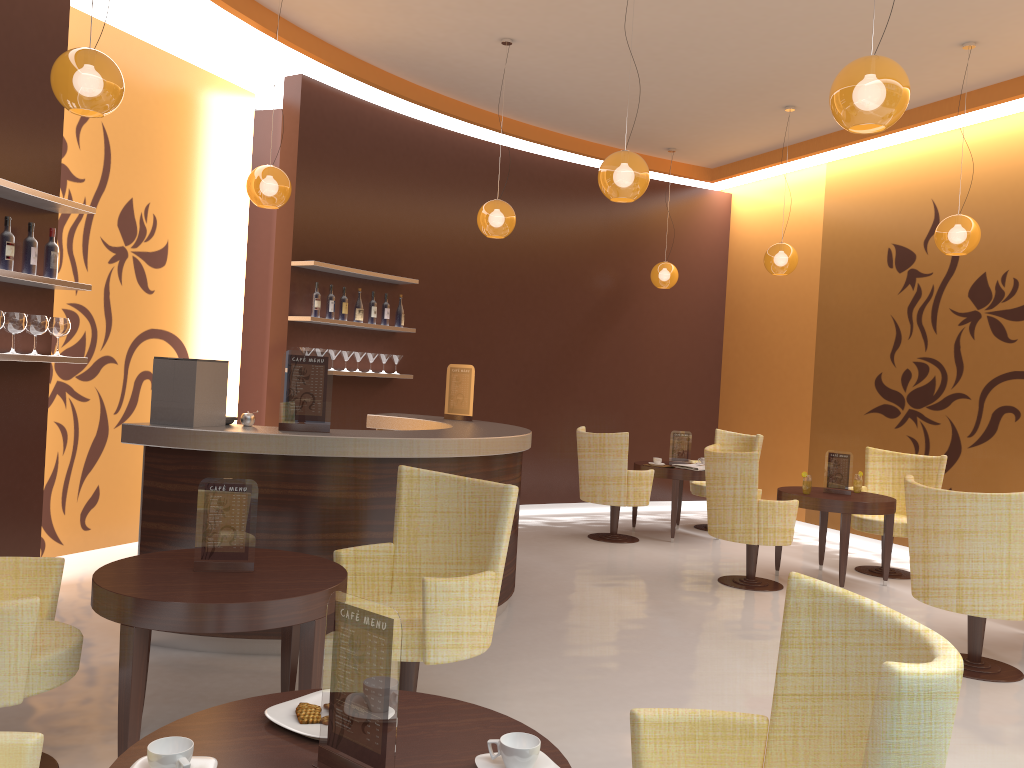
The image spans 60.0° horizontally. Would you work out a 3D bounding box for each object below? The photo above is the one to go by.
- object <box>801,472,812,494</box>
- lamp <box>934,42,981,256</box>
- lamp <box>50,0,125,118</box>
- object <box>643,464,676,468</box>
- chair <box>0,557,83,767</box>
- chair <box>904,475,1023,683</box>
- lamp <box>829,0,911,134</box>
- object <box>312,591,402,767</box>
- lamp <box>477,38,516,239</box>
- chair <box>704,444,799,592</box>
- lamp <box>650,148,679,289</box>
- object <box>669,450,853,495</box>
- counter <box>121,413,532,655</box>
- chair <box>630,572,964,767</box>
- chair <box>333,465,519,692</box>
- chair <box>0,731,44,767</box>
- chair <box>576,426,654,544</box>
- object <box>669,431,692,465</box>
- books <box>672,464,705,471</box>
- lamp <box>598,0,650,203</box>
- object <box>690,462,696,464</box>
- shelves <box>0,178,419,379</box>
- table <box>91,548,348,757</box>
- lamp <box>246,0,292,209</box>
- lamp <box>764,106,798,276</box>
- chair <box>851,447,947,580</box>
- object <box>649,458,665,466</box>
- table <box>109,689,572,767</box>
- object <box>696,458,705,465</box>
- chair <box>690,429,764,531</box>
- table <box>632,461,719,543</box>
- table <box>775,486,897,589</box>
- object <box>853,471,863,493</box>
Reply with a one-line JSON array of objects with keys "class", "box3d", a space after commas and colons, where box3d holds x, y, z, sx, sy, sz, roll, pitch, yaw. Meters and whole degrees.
[{"class": "object", "box3d": [2.264, 0.759, 6.803, 0.072, 0.171, 0.067, 3, 1, -43]}, {"class": "lamp", "box3d": [3.212, -1.673, 6.320, 0.299, 1.500, 0.299, 3, 0, 0]}, {"class": "lamp", "box3d": [-1.847, -1.951, 3.936, 0.299, 1.500, 0.299, 4, 1, 43]}, {"class": "object", "box3d": [1.366, 0.769, 8.446, 0.239, 0.021, 0.464, 3, 0, -11]}, {"class": "chair", "box3d": [-1.789, 0.806, 2.921, 0.685, 1.017, 0.729, 3, 0, -18]}, {"class": "chair", "box3d": [2.521, 1.044, 4.830, 0.685, 1.017, 0.729, 3, 0, -28]}, {"class": "lamp", "box3d": [1.447, -1.756, 3.499, 0.299, 1.500, 0.299, 3, 0, -14]}, {"class": "object", "box3d": [-0.283, 0.565, 1.640, 0.209, 0.335, 0.042, 4, 1, 40]}, {"class": "lamp", "box3d": [-0.082, -1.868, 6.756, 0.299, 1.500, 0.299, 3, 0, -7]}, {"class": "chair", "box3d": [1.768, 0.987, 6.634, 0.685, 1.017, 0.729, 3, 0, -8]}, {"class": "lamp", "box3d": [1.683, -1.785, 9.577, 0.299, 1.500, 0.299, 3, 0, -25]}, {"class": "object", "box3d": [2.128, 0.661, 7.795, 0.187, 0.335, 2.090, 3, 0, -29]}, {"class": "counter", "box3d": [-0.733, 0.808, 5.507, 1.586, 1.100, 2.917, 3, 0, 20]}, {"class": "chair", "box3d": [0.485, 0.947, 1.780, 0.685, 1.017, 0.729, 3, 0, 7]}, {"class": "chair", "box3d": [-0.368, 0.884, 3.652, 0.729, 1.017, 0.685, 4, 1, 43]}, {"class": "chair", "box3d": [-1.070, 0.859, 1.414, 0.685, 1.017, 0.729, 3, 0, -22]}, {"class": "chair", "box3d": [0.931, 0.927, 8.215, 0.685, 1.017, 0.729, 3, 0, -28]}, {"class": "object", "box3d": [1.647, 0.627, 8.669, 0.209, 0.335, 0.042, 3, 0, -2]}, {"class": "books", "box3d": [1.747, 0.786, 8.389, 0.367, 0.035, 0.345, 3, 1, -35]}, {"class": "lamp", "box3d": [0.682, -1.812, 5.128, 0.299, 1.500, 0.299, 4, 1, 43]}, {"class": "object", "box3d": [1.923, 0.800, 8.785, 0.239, 0.021, 0.464, 3, 0, -29]}, {"class": "shelves", "box3d": [-2.003, -0.549, 6.059, 0.586, 0.902, 4.744, 4, 0, 22]}, {"class": "table", "box3d": [-1.055, 1.016, 3.204, 0.872, 0.679, 0.874, 4, 0, 21]}, {"class": "lamp", "box3d": [-1.618, -1.953, 6.033, 0.299, 1.500, 0.299, 3, 0, -7]}, {"class": "lamp", "box3d": [2.447, -1.729, 7.949, 0.299, 1.500, 0.299, 3, 0, 18]}, {"class": "chair", "box3d": [3.176, 1.064, 7.391, 0.685, 1.017, 0.729, 3, 1, -37]}, {"class": "object", "box3d": [1.383, 0.741, 8.457, 0.153, 0.069, 0.153, 3, 0, 1]}, {"class": "table", "box3d": [-0.331, 1.070, 1.683, 0.872, 0.679, 0.874, 4, 0, 21]}, {"class": "object", "box3d": [1.906, 0.769, 8.783, 0.153, 0.069, 0.153, 3, 1, -42]}, {"class": "chair", "box3d": [2.201, 0.994, 9.183, 0.685, 1.017, 0.729, 3, 0, -26]}, {"class": "table", "box3d": [1.606, 1.133, 8.623, 0.872, 0.679, 0.874, 3, 0, 11]}, {"class": "table", "box3d": [2.512, 1.198, 6.938, 0.872, 0.679, 0.874, 3, 0, 6]}, {"class": "object", "box3d": [2.775, 0.786, 7.115, 0.067, 0.171, 0.072, 4, 0, 22]}]
